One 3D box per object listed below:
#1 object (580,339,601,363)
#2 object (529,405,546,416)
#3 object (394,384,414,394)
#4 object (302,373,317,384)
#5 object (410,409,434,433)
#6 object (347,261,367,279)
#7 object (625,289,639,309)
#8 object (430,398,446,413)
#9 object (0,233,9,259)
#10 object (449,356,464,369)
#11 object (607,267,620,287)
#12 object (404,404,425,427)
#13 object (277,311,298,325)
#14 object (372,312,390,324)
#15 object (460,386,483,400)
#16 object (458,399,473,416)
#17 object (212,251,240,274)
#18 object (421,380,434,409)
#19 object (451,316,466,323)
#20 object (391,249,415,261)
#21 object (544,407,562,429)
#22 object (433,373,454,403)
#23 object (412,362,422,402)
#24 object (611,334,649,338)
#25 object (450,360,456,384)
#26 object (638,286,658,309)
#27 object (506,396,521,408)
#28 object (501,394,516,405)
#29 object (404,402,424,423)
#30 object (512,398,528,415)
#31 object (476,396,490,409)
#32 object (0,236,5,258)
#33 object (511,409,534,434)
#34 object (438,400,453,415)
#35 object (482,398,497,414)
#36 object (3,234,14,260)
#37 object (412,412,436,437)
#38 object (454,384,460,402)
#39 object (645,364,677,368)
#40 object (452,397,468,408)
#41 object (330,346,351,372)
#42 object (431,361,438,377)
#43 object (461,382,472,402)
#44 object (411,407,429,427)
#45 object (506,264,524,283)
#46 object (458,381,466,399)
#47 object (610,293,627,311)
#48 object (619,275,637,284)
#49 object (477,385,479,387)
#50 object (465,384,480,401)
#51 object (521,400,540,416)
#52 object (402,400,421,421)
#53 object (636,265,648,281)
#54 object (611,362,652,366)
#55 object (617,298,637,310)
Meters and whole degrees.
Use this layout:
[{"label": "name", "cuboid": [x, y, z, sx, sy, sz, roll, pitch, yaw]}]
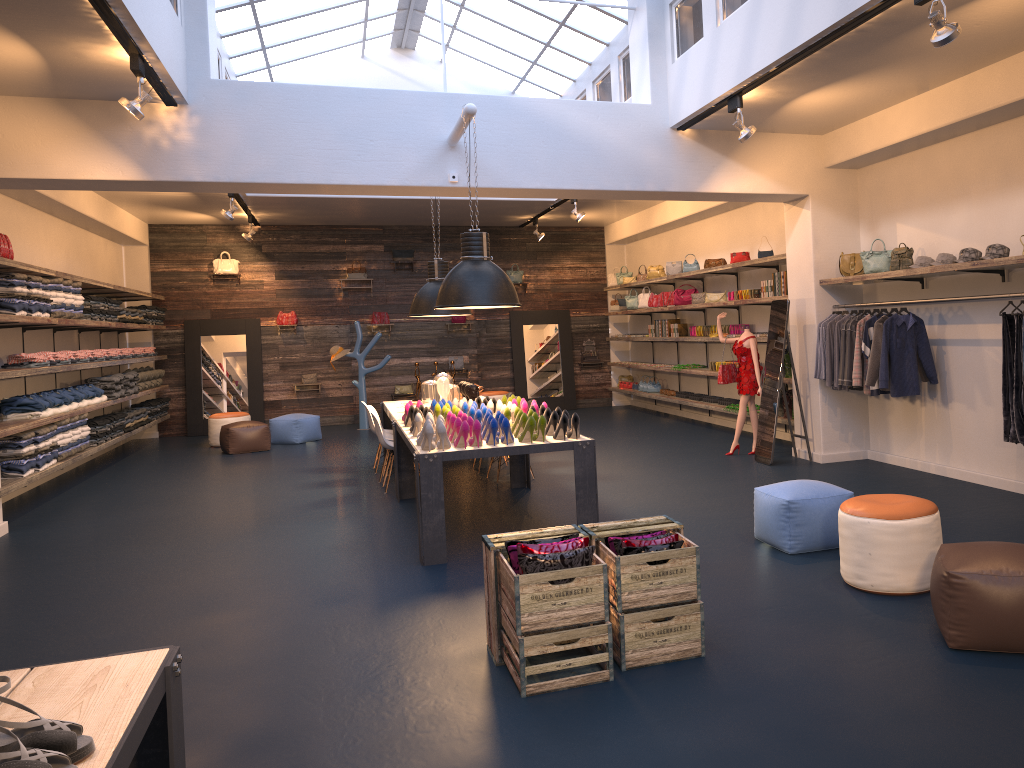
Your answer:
[{"label": "object", "cuboid": [1.508, -0.645, 16.788, 0.376, 0.460, 0.222, -3, 1, -17]}, {"label": "object", "cuboid": [0.204, 0.260, 7.045, 0.207, 0.195, 0.236, -2, 2, -6]}, {"label": "object", "cuboid": [-1.911, 0.090, 15.528, 0.396, 0.174, 0.211, -4, 3, -38]}, {"label": "object", "cuboid": [-3.502, -0.090, 15.009, 0.292, 0.175, 0.095, -4, 2, -38]}, {"label": "object", "cuboid": [-0.720, 0.296, 7.015, 0.214, 0.195, 0.228, -3, 2, -19]}, {"label": "object", "cuboid": [-2.739, -2.010, 15.312, 0.361, 0.335, 0.161, -2, 1, -7]}, {"label": "object", "cuboid": [2.179, -1.518, 15.498, 0.343, 0.367, 0.188, -1, 1, 27]}, {"label": "object", "cuboid": [-0.692, 0.229, 8.117, 0.211, 0.195, 0.231, -3, 2, -15]}, {"label": "object", "cuboid": [-4.521, -1.184, 7.445, 0.334, 0.245, 0.135, -3, 1, -16]}, {"label": "object", "cuboid": [-1.013, -0.391, 15.891, 0.277, 0.230, 0.078, -2, 0, -2]}, {"label": "object", "cuboid": [2.030, -2.053, 16.644, 0.419, 0.386, 0.196, -2, 1, 6]}, {"label": "object", "cuboid": [-0.829, 0.270, 7.514, 0.211, 0.195, 0.231, -3, 2, -15]}, {"label": "object", "cuboid": [-3.862, -1.132, 14.918, 0.346, 0.254, 0.134, -2, 1, -7]}, {"label": "object", "cuboid": [-2.326, -1.172, 15.430, 0.344, 0.254, 0.128, -3, 1, -29]}, {"label": "object", "cuboid": [-0.514, 0.124, 9.673, 0.476, 0.203, 0.204, -4, 3, -36]}, {"label": "object", "cuboid": [-0.427, 0.231, 7.923, 0.211, 0.195, 0.231, -3, 2, -15]}, {"label": "object", "cuboid": [-4.803, -2.034, 14.595, 0.458, 0.386, 0.178, -3, 1, -29]}, {"label": "object", "cuboid": [-0.813, 0.126, 8.715, 0.185, 0.335, 0.186, -2, 1, 3]}, {"label": "object", "cuboid": [-0.981, -1.234, 15.922, 0.262, 0.243, 0.206, -3, 2, -20]}, {"label": "object", "cuboid": [-1.949, -2.309, 15.583, 0.445, 0.232, 0.166, -3, 2, -24]}, {"label": "object", "cuboid": [0.304, 0.272, 6.791, 0.211, 0.195, 0.231, -3, 2, -15]}, {"label": "object", "cuboid": [-0.668, 0.095, 8.497, 0.216, 0.412, 0.187, -3, 1, -27]}, {"label": "object", "cuboid": [-1.133, -0.028, 10.364, 0.142, 0.468, 0.137, -2, 0, -4]}, {"label": "object", "cuboid": [2.242, -0.894, 16.003, 0.504, 0.060, 1.452, -3, 3, -12]}, {"label": "object", "cuboid": [-0.701, -0.053, 10.515, 0.151, 0.468, 0.128, -2, 0, -39]}, {"label": "object", "cuboid": [2.354, -1.503, 15.006, 0.391, 0.386, 0.208, -1, 1, 37]}, {"label": "object", "cuboid": [0.010, 0.206, 8.063, 0.211, 0.195, 0.231, -3, 2, -15]}, {"label": "object", "cuboid": [-0.044, 0.193, 8.315, 0.211, 0.195, 0.231, -3, 2, -15]}, {"label": "object", "cuboid": [-0.873, 0.256, 7.776, 0.211, 0.195, 0.239, -2, 2, -3]}, {"label": "object", "cuboid": [0.047, 0.220, 7.819, 0.211, 0.195, 0.231, -3, 2, -15]}, {"label": "object", "cuboid": [-0.287, 0.205, 8.267, 0.211, 0.195, 0.231, -3, 2, -15]}, {"label": "object", "cuboid": [-4.501, -1.179, 7.354, 0.336, 0.245, 0.134, -3, 1, -19]}, {"label": "object", "cuboid": [0.087, 0.286, 6.689, 0.213, 0.195, 0.228, -3, 2, -19]}, {"label": "object", "cuboid": [-0.627, 0.242, 7.852, 0.215, 0.195, 0.226, -3, 2, -23]}, {"label": "object", "cuboid": [-0.223, 0.219, 7.996, 0.213, 0.195, 0.229, -3, 2, -17]}, {"label": "object", "cuboid": [-4.537, -1.189, 7.543, 0.339, 0.245, 0.133, -3, 1, -23]}, {"label": "object", "cuboid": [-0.677, 0.310, 6.756, 0.207, 0.195, 0.236, -2, 2, -6]}, {"label": "object", "cuboid": [-0.607, 0.142, 8.697, 0.187, 0.289, 0.162, -3, 1, -27]}, {"label": "object", "cuboid": [2.488, -0.305, 14.475, 0.372, 0.029, 0.845, -3, 4, -12]}, {"label": "object", "cuboid": [-0.489, 0.218, 8.176, 0.208, 0.195, 0.235, -2, 2, -8]}, {"label": "object", "cuboid": [-2.861, -0.425, 14.510, 0.353, 0.441, 0.337, -3, 1, -19]}, {"label": "object", "cuboid": [-0.925, -0.040, 10.435, 0.130, 0.468, 0.149, -2, 0, 28]}, {"label": "object", "cuboid": [-0.443, 0.125, 8.927, 0.162, 0.285, 0.146, -2, 1, -16]}, {"label": "object", "cuboid": [-0.751, 0.281, 7.278, 0.207, 0.195, 0.236, -2, 2, -7]}, {"label": "object", "cuboid": [0.057, -2.064, 16.274, 0.396, 0.367, 0.163, -3, 1, -29]}, {"label": "object", "cuboid": [-0.490, 0.112, 9.162, 0.162, 0.285, 0.146, -2, 1, -16]}, {"label": "object", "cuboid": [2.023, -1.557, 16.526, 0.329, 0.335, 0.176, -1, 1, 28]}, {"label": "object", "cuboid": [2.117, -1.900, 15.889, 0.335, 0.174, 0.249, 0, 3, 38]}, {"label": "object", "cuboid": [-0.561, 0.111, 9.908, 0.476, 0.203, 0.204, -4, 3, -36]}, {"label": "object", "cuboid": [-0.395, 0.138, 8.684, 0.162, 0.285, 0.146, -2, 1, -16]}, {"label": "object", "cuboid": [0.147, 0.231, 7.569, 0.208, 0.195, 0.235, -2, 2, -8]}, {"label": "object", "cuboid": [-0.912, 0.242, 8.034, 0.214, 0.195, 0.228, -3, 2, -21]}, {"label": "object", "cuboid": [2.274, -1.928, 15.133, 0.112, 0.300, 0.268, -2, 1, -43]}, {"label": "object", "cuboid": [2.212, -0.375, 15.850, 0.368, 0.024, 1.788, -3, 3, -12]}, {"label": "object", "cuboid": [2.133, -1.479, 16.018, 0.393, 0.232, 0.189, -1, 2, 22]}]
